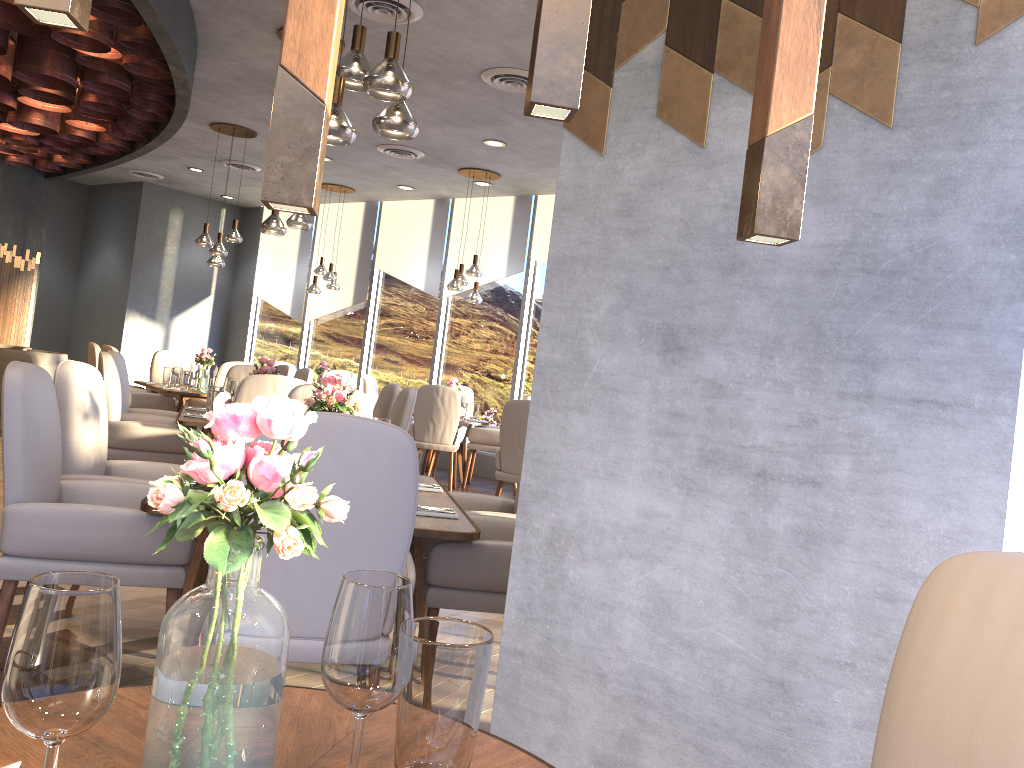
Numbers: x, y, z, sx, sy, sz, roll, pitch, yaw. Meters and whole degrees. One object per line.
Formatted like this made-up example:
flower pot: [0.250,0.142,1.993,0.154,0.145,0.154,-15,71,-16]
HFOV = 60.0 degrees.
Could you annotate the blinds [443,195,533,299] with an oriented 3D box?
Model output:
blinds: [-0.210,-2.288,10.293,1.175,2.683,0.007,6,-2,38]

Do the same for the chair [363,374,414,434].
chair: [-1.277,0.434,9.105,0.600,1.001,0.528,7,-1,4]

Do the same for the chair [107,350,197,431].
chair: [-2.408,0.309,5.846,0.599,1.001,0.528,7,-1,-16]

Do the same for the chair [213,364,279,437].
chair: [-1.967,0.360,6.566,0.527,1.001,0.600,7,-1,-16]

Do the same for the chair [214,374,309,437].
chair: [-1.409,0.435,4.993,0.527,1.001,0.600,7,-1,-21]

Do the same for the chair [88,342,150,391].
chair: [-3.726,0.136,8.357,0.598,1.001,0.529,8,-1,-33]

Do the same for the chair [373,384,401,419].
chair: [-1.148,0.462,6.260,0.599,1.001,0.528,7,-1,-21]

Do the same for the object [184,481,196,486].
object: [-0.940,0.324,2.825,0.255,0.019,0.157,7,0,-8]

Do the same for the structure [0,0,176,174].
structure: [-3.721,-2.439,6.025,2.751,0.557,9.462,7,0,-22]

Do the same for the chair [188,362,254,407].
chair: [-2.531,0.285,7.826,0.527,1.001,0.600,8,-1,-38]

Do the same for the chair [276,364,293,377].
chair: [-2.642,0.266,9.123,0.598,1.001,0.529,8,-1,-38]

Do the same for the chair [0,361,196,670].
chair: [-1.279,0.461,2.736,0.599,1.001,0.528,7,-1,-16]

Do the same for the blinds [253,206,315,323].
blinds: [-3.200,-2.226,12.589,1.175,2.683,0.007,6,-2,38]

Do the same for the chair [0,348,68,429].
chair: [-4.762,0.087,8.772,0.595,0.838,0.774,7,-1,-2]

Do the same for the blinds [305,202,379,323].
blinds: [-2.220,-2.102,11.819,1.175,2.683,0.007,6,-2,38]

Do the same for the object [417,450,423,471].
object: [-0.365,0.313,3.011,0.102,0.178,0.102,7,-1,-4]

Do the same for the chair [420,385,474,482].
chair: [-0.680,0.505,9.603,0.528,1.001,0.599,7,-1,0]

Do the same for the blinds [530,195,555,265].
blinds: [0.785,-2.309,9.529,1.175,2.683,0.007,6,-2,38]

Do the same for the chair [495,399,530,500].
chair: [0.161,0.622,6.560,0.529,1.001,0.598,7,-1,19]

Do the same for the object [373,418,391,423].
object: [-0.529,0.258,3.499,0.092,0.245,0.092,6,-2,38]

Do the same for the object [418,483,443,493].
object: [-0.393,0.389,3.426,0.255,0.019,0.157,7,0,-10]

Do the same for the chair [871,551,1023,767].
chair: [0.305,0.663,0.931,0.599,1.001,0.528,7,-1,-10]

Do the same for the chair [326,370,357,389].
chair: [-2.160,0.320,10.320,0.527,1.001,0.600,8,-1,-38]

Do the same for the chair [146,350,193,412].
chair: [-3.513,0.159,9.176,0.527,1.001,0.600,8,-1,-33]

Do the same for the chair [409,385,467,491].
chair: [-0.719,0.505,8.443,0.528,1.001,0.599,7,-1,1]

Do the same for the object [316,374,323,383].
object: [-2.324,0.010,10.707,0.092,0.245,0.092,6,-2,29]

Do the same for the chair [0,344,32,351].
chair: [-5.475,-0.003,9.366,0.774,0.838,0.595,7,-1,-7]

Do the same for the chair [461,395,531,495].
chair: [-0.129,0.576,8.992,0.600,1.001,0.527,7,-1,5]

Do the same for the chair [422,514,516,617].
chair: [-0.009,0.616,2.985,0.599,1.001,0.528,7,-1,-9]

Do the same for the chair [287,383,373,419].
chair: [-0.879,0.505,3.949,0.528,1.001,0.599,7,-1,-9]

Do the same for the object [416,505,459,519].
object: [-0.300,0.403,2.861,0.255,0.019,0.157,7,0,-10]

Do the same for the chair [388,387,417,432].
chair: [-0.974,0.486,5.722,0.599,1.001,0.528,7,-1,-16]

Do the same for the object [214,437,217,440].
object: [-0.858,0.254,2.677,0.102,0.178,0.102,7,-1,18]

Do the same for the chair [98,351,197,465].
chair: [-2.213,0.335,5.311,0.599,1.001,0.528,7,-1,-23]

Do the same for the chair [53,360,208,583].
chair: [-1.407,0.442,3.291,0.599,1.001,0.528,7,-1,-9]

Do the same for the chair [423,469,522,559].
chair: [-0.116,0.600,3.541,0.599,1.001,0.528,7,-1,-14]

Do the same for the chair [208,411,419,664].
chair: [-0.531,0.554,2.332,0.528,1.001,0.600,7,-1,-14]

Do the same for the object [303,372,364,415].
object: [-0.646,0.163,3.113,0.210,0.416,0.197,7,-1,15]

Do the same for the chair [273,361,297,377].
chair: [-2.859,0.230,11.245,0.527,1.001,0.600,8,-1,-39]

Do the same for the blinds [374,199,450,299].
blinds: [-1.187,-2.412,11.062,1.175,2.683,0.007,6,-2,38]

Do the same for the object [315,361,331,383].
object: [-2.332,-0.077,10.868,0.197,0.416,0.210,8,-1,-30]

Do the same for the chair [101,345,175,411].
chair: [-3.385,0.180,7.902,0.598,1.001,0.529,8,-2,-40]

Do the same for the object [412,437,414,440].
object: [-0.458,0.300,3.577,0.102,0.178,0.102,7,-1,-4]

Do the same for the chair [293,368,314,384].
chair: [-2.319,0.308,8.659,0.598,1.001,0.529,8,-1,-33]
